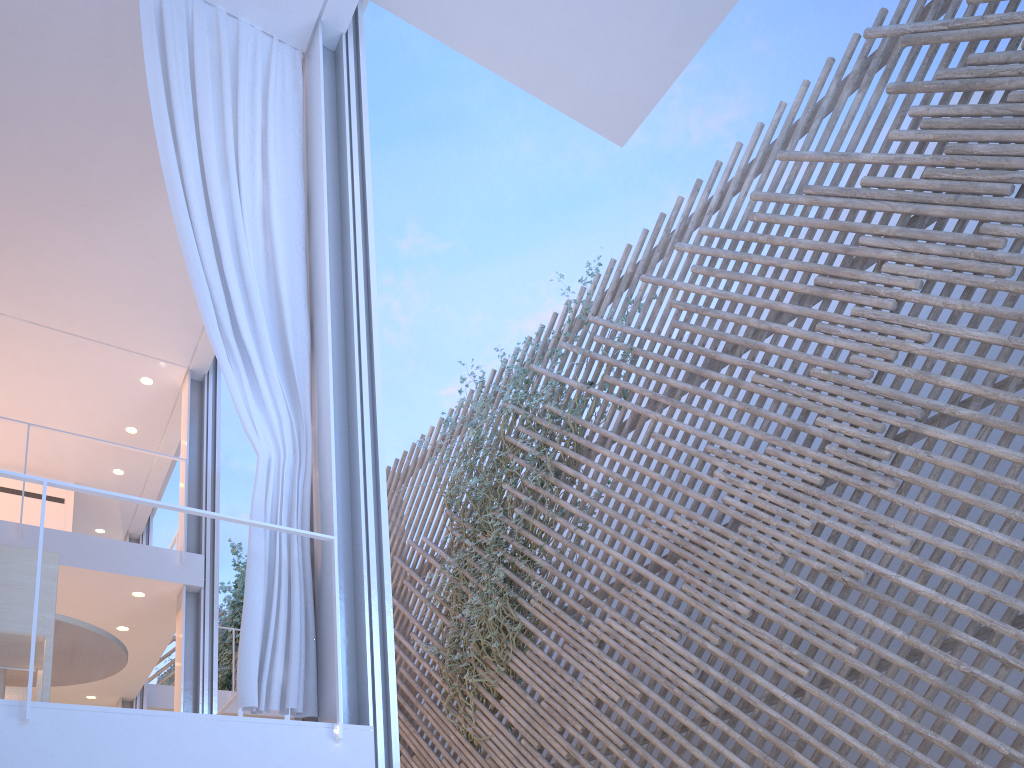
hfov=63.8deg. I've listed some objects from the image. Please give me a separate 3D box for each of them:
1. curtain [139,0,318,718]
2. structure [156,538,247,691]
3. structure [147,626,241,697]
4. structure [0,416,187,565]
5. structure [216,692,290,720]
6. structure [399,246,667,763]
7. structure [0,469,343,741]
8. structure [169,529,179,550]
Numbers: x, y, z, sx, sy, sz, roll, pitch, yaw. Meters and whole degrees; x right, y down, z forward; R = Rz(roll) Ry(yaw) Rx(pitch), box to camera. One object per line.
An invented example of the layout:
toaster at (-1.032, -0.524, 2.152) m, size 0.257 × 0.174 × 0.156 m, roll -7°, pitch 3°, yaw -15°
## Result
curtain at (-0.806, -0.198, 2.298) m, size 0.531 × 2.071 × 0.107 m, roll 10°, pitch -23°, yaw -39°
structure at (-3.157, 4.041, 8.214) m, size 1.144 × 3.860 × 3.713 m, roll 7°, pitch -28°, yaw -33°
structure at (-2.005, 2.015, 5.917) m, size 1.184 × 0.482 × 0.030 m, roll 18°, pitch -27°, yaw -32°
structure at (-1.178, 0.411, 1.617) m, size 1.776 × 2.822 × 4.135 m, roll 8°, pitch -31°, yaw -31°
structure at (-0.897, 1.271, 2.936) m, size 0.028 × 0.476 × 1.924 m, roll 5°, pitch -33°, yaw -31°
structure at (0.088, 0.903, 4.558) m, size 0.770 × 2.325 × 2.615 m, roll 10°, pitch -30°, yaw -38°
structure at (-0.578, 0.520, 0.973) m, size 1.410 × 1.523 × 1.626 m, roll 11°, pitch -31°, yaw -31°
structure at (-2.006, 1.233, 4.764) m, size 0.028 × 0.476 × 1.927 m, roll 5°, pitch -33°, yaw -31°
